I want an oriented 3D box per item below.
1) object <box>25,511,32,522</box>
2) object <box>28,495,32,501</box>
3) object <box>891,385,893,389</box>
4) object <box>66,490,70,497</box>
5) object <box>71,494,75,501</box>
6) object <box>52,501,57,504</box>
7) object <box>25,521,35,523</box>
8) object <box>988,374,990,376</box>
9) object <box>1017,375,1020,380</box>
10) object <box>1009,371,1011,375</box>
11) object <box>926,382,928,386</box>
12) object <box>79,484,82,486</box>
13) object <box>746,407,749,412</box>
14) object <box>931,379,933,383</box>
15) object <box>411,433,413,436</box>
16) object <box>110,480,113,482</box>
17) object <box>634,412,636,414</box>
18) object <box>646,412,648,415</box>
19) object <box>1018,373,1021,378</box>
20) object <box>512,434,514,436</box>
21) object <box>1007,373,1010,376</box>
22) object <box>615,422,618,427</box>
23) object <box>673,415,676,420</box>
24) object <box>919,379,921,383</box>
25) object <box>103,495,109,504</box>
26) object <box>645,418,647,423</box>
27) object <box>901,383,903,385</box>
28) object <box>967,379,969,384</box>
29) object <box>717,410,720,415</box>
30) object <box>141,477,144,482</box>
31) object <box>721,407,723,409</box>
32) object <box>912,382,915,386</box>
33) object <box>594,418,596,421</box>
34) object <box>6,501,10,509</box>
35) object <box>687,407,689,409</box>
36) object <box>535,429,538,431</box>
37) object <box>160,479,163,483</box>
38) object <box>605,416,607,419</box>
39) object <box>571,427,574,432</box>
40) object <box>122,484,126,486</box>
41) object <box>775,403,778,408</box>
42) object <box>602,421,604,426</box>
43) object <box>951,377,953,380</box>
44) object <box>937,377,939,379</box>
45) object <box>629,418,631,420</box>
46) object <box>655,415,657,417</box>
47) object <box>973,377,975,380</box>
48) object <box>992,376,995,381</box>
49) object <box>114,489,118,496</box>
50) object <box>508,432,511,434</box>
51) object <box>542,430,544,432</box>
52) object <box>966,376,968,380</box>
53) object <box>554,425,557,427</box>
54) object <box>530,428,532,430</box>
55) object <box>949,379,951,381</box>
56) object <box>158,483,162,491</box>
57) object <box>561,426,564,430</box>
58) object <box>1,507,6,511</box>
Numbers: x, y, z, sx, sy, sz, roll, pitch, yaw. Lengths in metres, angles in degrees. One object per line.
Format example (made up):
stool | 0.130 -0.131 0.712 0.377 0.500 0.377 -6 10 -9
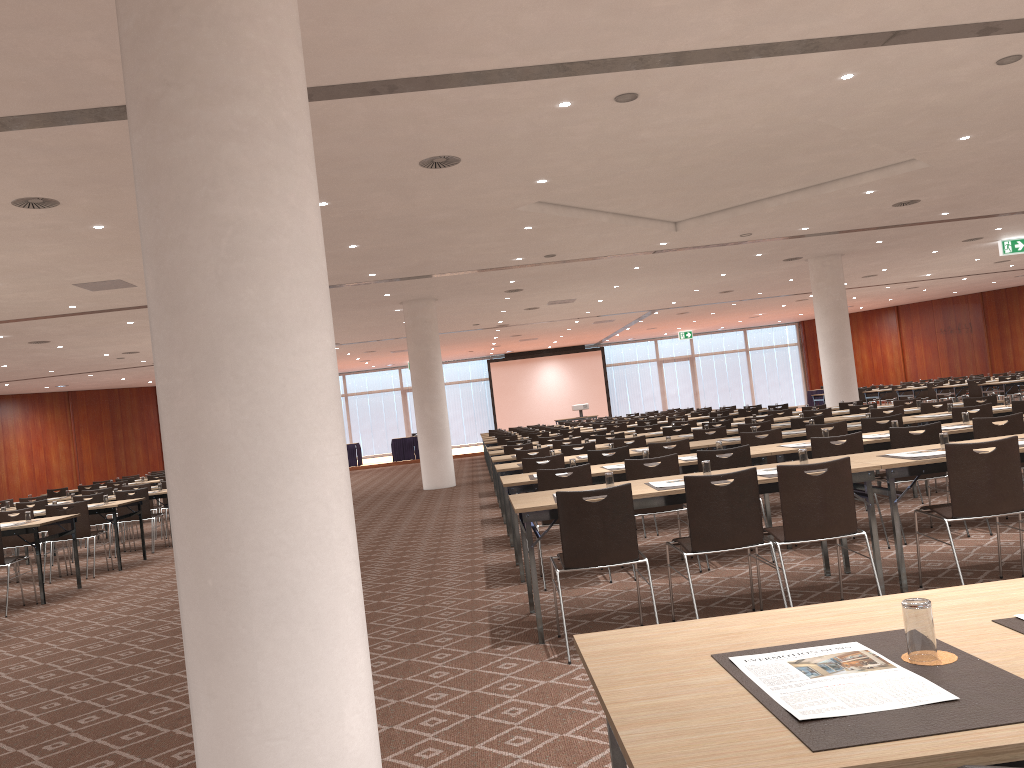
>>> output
object | -5.207 1.429 9.543 0.054 0.114 0.054 -6 -1 -14
object | -8.362 1.980 15.385 0.054 0.114 0.054 -7 -2 31
object | 11.060 0.082 25.818 0.054 0.114 0.054 -6 -1 -14
object | -7.726 1.908 15.425 0.054 0.114 0.054 -7 -2 31
object | -6.666 1.723 13.468 0.054 0.114 0.054 -6 -1 -14
object | -5.928 1.575 11.500 0.054 0.114 0.054 -7 -1 8
object | -5.186 1.484 9.539 0.102 0.001 0.102 -6 -2 -14
object | 13.952 -0.246 25.949 0.054 0.114 0.054 -6 -2 -36
object | 11.324 -0.141 19.829 0.054 0.114 0.054 -6 -2 -36
object | 14.604 -0.320 25.989 0.054 0.114 0.054 -6 -2 -36
object | 11.148 0.007 23.817 0.054 0.114 0.054 -6 -1 -14
object | -9.165 2.184 18.852 0.054 0.114 0.054 -7 -2 31
object | 5.178 0.556 19.533 0.054 0.114 0.054 -7 -2 31
object | 13.226 -0.100 27.918 0.054 0.114 0.054 -6 -2 -36
object | -3.665 1.861 32.481 0.054 0.114 0.054 -7 -1 9
object | -8.522 2.110 18.880 0.054 0.114 0.054 -7 -2 31
object | 4.100 1.001 29.498 0.054 0.114 0.054 -7 -2 31
object | 4.182 0.927 27.496 0.054 0.114 0.054 -7 -2 31
object | 12.528 -0.213 21.890 0.054 0.114 0.054 -6 -2 -36
object | 0.028 1.141 19.299 0.054 0.114 0.054 -6 -2 -36
object | 13.393 -0.247 23.928 0.054 0.114 0.054 -6 -2 -36
object | 2.288 0.884 19.388 0.054 0.114 0.054 -6 -2 -36
object | 3.574 0.738 19.457 0.054 0.114 0.054 -6 -2 -36
object | 13.781 -0.098 29.952 0.054 0.114 0.054 -6 -2 -36
object | -5.279 1.501 11.529 0.054 0.114 0.054 -7 -1 8
object | 2.937 0.811 19.430 0.054 0.114 0.054 -6 -2 -36
object | 12.255 0.011 27.884 0.054 0.114 0.054 -6 -1 -14
object | 11.228 -0.066 21.827 0.054 0.114 0.054 -6 -2 -36
object | 4.545 0.628 19.508 0.054 0.114 0.054 -7 -2 31
object | -7.877 2.038 18.922 0.054 0.114 0.054 -7 -2 31
object | 5.101 0.629 21.536 0.054 0.114 0.054 -7 -2 31
object | 11.709 0.008 25.848 0.054 0.114 0.054 -6 -1 -14
object | 2.578 1.109 27.420 0.054 0.114 0.054 -7 -2 31
object | -7.629 1.832 13.419 0.054 0.114 0.054 -6 -2 -36
object | 5.469 0.781 27.562 0.054 0.114 0.054 -6 -2 -36
object | 0.594 1.140 21.313 0.054 0.114 0.054 -6 -2 -36
object | -6.119 1.725 15.495 0.054 0.114 0.054 -6 -1 -14
object | 3.123 1.111 29.452 0.054 0.114 0.054 -7 -2 31
object | 1.326 0.993 19.345 0.054 0.114 0.054 -7 -2 31
object | -6.761 1.798 15.467 0.054 0.114 0.054 -6 -1 -14
object | 5.836 0.481 19.560 0.054 0.114 0.054 -6 -2 -36
object | 2.191 0.960 21.399 0.054 0.114 0.054 -6 -2 -36
object | 13.867 -0.172 27.954 0.054 0.114 0.054 -6 -2 -36
object | 14.419 -0.170 29.985 0.054 0.114 0.054 -6 -2 -36
object | 2.849 0.885 21.421 0.054 0.114 0.054 -6 -2 -36
object | 3.487 0.812 21.455 0.054 0.114 0.054 -6 -2 -36
object | 12.444 -0.139 23.883 0.054 0.114 0.054 -6 -1 -14
object | 11.882 -0.140 21.862 0.054 0.114 0.054 -6 -2 -36
object | -6.029 1.651 13.501 0.054 0.114 0.054 -6 -1 -14
object | -0.055 1.215 21.294 0.054 0.114 0.054 -6 -2 -36
object | 0.677 1.067 19.329 0.054 0.114 0.054 -7 -2 31
object | 13.306 -0.173 25.929 0.054 0.114 0.054 -6 -2 -36
object | 1.149 1.142 23.346 0.054 0.114 0.054 -7 -2 31
object | 0.504 1.215 23.325 0.054 0.114 0.054 -7 -2 31
object | 11.797 -0.066 23.857 0.054 0.114 0.054 -6 -1 -14
object | -5.368 1.576 13.526 0.054 0.114 0.054 -6 -1 -14
object | 1.224 1.069 21.353 0.054 0.114 0.054 -6 -2 -36
object | -6.572 1.648 11.466 0.054 0.114 0.054 -7 -1 8
